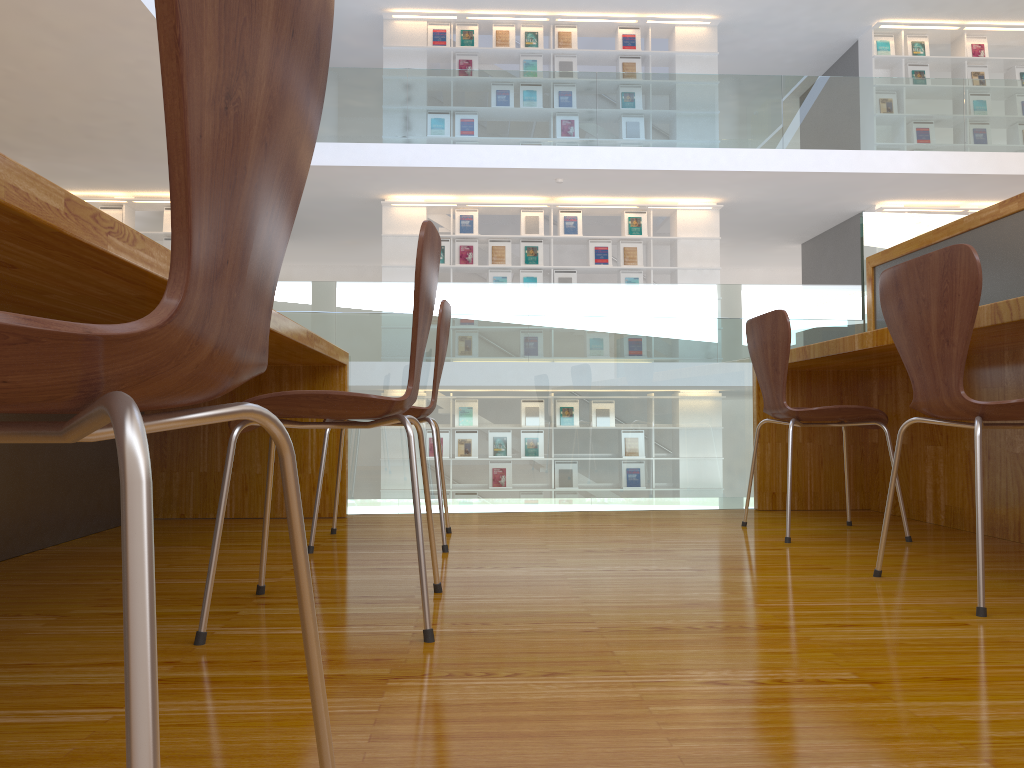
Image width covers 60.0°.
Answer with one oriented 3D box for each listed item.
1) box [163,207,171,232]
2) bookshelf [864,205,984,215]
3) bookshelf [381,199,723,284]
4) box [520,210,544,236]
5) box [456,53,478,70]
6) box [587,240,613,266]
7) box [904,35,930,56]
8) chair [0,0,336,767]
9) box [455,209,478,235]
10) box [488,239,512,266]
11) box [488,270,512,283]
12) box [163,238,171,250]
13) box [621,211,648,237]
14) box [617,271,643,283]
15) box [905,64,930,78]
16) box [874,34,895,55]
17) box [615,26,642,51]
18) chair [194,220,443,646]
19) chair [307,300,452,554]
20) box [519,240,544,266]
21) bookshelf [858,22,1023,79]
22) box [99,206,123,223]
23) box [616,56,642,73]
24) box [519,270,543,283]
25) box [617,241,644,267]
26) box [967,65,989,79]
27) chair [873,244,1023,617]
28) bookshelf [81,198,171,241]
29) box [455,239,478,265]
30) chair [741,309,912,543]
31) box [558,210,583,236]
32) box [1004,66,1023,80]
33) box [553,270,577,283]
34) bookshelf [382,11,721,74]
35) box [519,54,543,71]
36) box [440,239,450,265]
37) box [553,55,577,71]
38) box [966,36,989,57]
[{"bbox_3d":[-3.606,-1.741,9.571,0.245,0.296,0.274,0,-2,-3],"label":"box"},{"bbox_3d":[5.492,-1.062,9.912,2.984,1.836,0.498,0,-2,-3],"label":"bookshelf"},{"bbox_3d":[0.435,-1.068,9.671,3.666,1.836,0.498,0,-2,-3],"label":"bookshelf"},{"bbox_3d":[0.217,-1.739,9.693,0.245,0.296,0.274,0,-2,-3],"label":"box"},{"bbox_3d":[-0.494,-3.456,9.745,0.245,0.296,0.274,0,-2,-3],"label":"box"},{"bbox_3d":[0.957,-1.413,9.714,0.245,0.296,0.274,0,-2,-3],"label":"box"},{"bbox_3d":[4.562,-3.776,10.053,0.245,0.296,0.274,0,-2,-3],"label":"box"},{"bbox_3d":[-0.305,0.028,0.505,0.381,0.693,0.428,0,-2,-3],"label":"chair"},{"bbox_3d":[-0.492,-1.741,9.658,0.245,0.296,0.274,0,-2,-3],"label":"box"},{"bbox_3d":[-0.134,-1.411,9.661,0.245,0.296,0.274,0,-2,-3],"label":"box"},{"bbox_3d":[-0.132,-1.083,9.647,0.245,0.296,0.274,0,-2,-3],"label":"box"},{"bbox_3d":[-3.607,-1.414,9.557,0.245,0.296,0.274,0,-2,-3],"label":"box"},{"bbox_3d":[1.345,-1.738,9.747,0.245,0.296,0.274,0,-2,-3],"label":"box"},{"bbox_3d":[1.299,-1.081,9.716,0.245,0.296,0.274,0,-2,-3],"label":"box"},{"bbox_3d":[4.564,-3.450,10.039,0.245,0.296,0.274,0,-2,-3],"label":"box"},{"bbox_3d":[4.165,-3.776,10.034,0.245,0.296,0.274,0,-2,-3],"label":"box"},{"bbox_3d":[1.288,-3.783,9.832,0.245,0.296,0.274,0,-2,-3],"label":"box"},{"bbox_3d":[-0.321,0.076,1.623,0.381,0.693,0.428,0,-2,-3],"label":"chair"},{"bbox_3d":[-0.368,0.118,2.592,0.381,0.693,0.428,0,-2,-3],"label":"chair"},{"bbox_3d":[0.211,-1.411,9.678,0.245,0.296,0.274,0,-2,-3],"label":"box"},{"bbox_3d":[5.490,-3.107,10.000,2.984,1.836,0.498,0,-2,-3],"label":"bookshelf"},{"bbox_3d":[-4.283,-1.744,9.536,0.245,0.296,0.274,0,-2,-3],"label":"box"},{"bbox_3d":[1.295,-3.454,9.818,0.245,0.296,0.274,0,-2,-3],"label":"box"},{"bbox_3d":[0.206,-1.082,9.664,0.245,0.296,0.274,0,-2,-3],"label":"box"},{"bbox_3d":[1.297,-1.409,9.731,0.245,0.296,0.274,0,-2,-3],"label":"box"},{"bbox_3d":[5.244,-3.447,10.072,0.245,0.296,0.274,0,-2,-3],"label":"box"},{"bbox_3d":[1.012,0.087,1.821,0.381,0.693,0.428,0,-2,-3],"label":"chair"},{"bbox_3d":[-4.527,-1.075,9.428,2.984,1.836,0.498,0,-2,-3],"label":"bookshelf"},{"bbox_3d":[-0.492,-1.411,9.657,0.245,0.296,0.274,0,-2,-3],"label":"box"},{"bbox_3d":[0.966,0.129,2.790,0.381,0.693,0.428,0,-2,-3],"label":"chair"},{"bbox_3d":[0.635,-1.739,9.713,0.245,0.296,0.274,0,-2,-3],"label":"box"},{"bbox_3d":[5.805,-3.446,10.099,0.245,0.296,0.274,0,-2,-3],"label":"box"},{"bbox_3d":[0.575,-1.082,9.682,0.245,0.296,0.274,0,-2,-3],"label":"box"},{"bbox_3d":[0.433,-3.113,9.759,3.666,1.836,0.498,0,-2,-3],"label":"bookshelf"},{"bbox_3d":[0.209,-3.456,9.766,0.245,0.296,0.274,0,-2,-3],"label":"box"},{"bbox_3d":[-0.795,-1.413,9.630,0.245,0.296,0.274,0,-2,-3],"label":"box"},{"bbox_3d":[0.586,-3.455,9.784,0.245,0.296,0.274,0,-2,-3],"label":"box"},{"bbox_3d":[5.239,-3.777,10.083,0.245,0.296,0.274,0,-2,-3],"label":"box"}]
